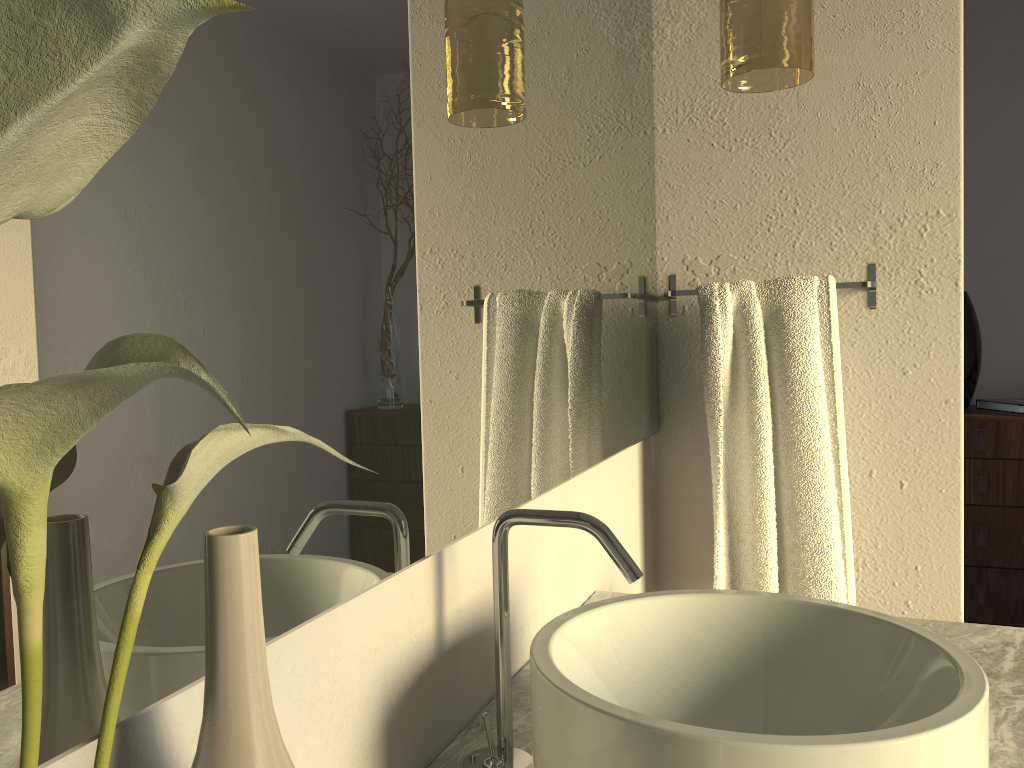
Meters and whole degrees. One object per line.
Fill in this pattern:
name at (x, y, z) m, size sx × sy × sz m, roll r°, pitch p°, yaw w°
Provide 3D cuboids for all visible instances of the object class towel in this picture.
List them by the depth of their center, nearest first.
towel at (0.468, 0.128, 1.594) m, size 0.264 × 0.636 × 0.157 m, roll 1°, pitch 4°, yaw 40°

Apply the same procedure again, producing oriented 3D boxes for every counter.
counter at (0.016, 0.436, 0.232) m, size 0.597 × 0.101 × 2.220 m, roll -1°, pitch 3°, yaw 21°

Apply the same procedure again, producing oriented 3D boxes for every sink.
sink at (0.195, 0.287, 0.747) m, size 0.357 × 0.131 × 0.357 m, roll -2°, pitch 3°, yaw -1°

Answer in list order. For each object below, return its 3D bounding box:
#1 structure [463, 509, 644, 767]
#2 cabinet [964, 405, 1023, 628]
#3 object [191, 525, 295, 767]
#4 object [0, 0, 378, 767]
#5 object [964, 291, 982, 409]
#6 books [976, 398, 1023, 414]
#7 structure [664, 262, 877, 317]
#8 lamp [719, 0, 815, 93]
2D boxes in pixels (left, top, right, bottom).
structure at (0.030, 0.235, 0.783) m, size 0.168 × 0.242 × 0.065 m, roll 0°, pitch 3°, yaw 26°
cabinet at (1.977, 0.486, 2.995) m, size 1.159 × 0.800 × 0.396 m, roll 0°, pitch 3°, yaw 23°
object at (-0.098, 0.228, 0.413) m, size 0.117 × 0.305 × 0.246 m, roll -4°, pitch 4°, yaw -42°
object at (-0.158, 0.133, 0.348) m, size 0.188 × 0.504 × 0.243 m, roll -2°, pitch 3°, yaw 0°
object at (1.584, -0.121, 3.168) m, size 0.174 × 0.417 × 0.166 m, roll 0°, pitch 4°, yaw 35°
books at (1.914, 0.069, 3.048) m, size 0.496 × 0.034 × 0.247 m, roll -2°, pitch 3°, yaw -2°
structure at (0.472, -0.174, 1.639) m, size 0.376 × 0.088 × 0.100 m, roll 0°, pitch 3°, yaw 23°
lamp at (0.385, -0.904, 1.355) m, size 0.136 × 0.867 × 0.141 m, roll -3°, pitch 3°, yaw -26°
